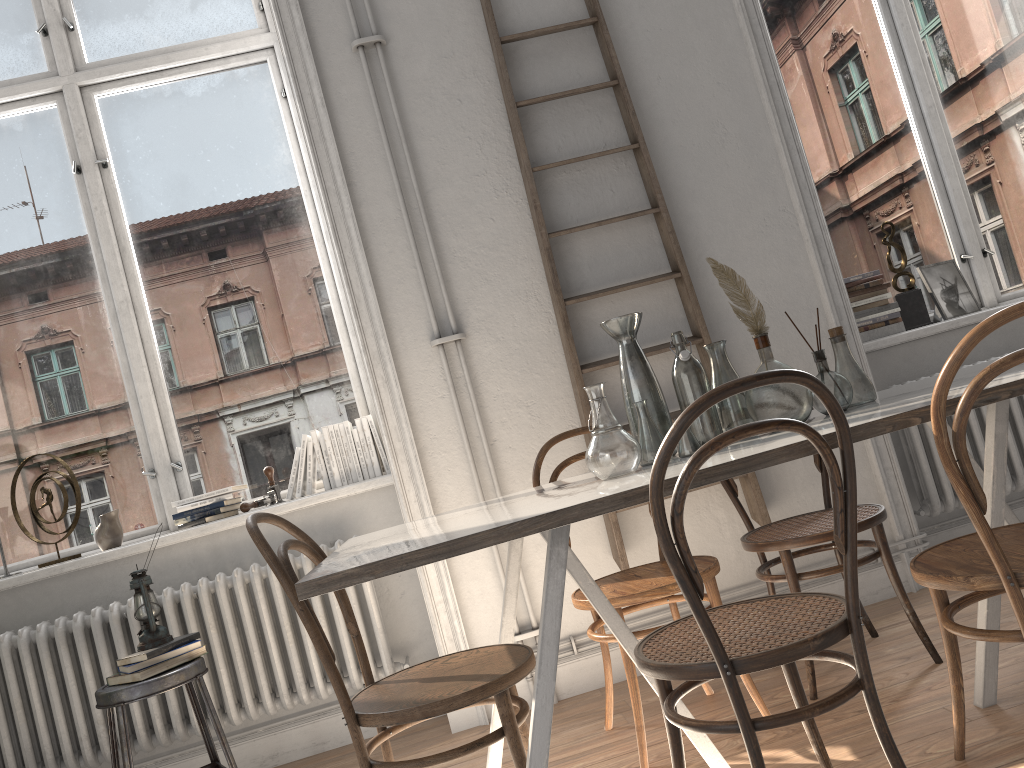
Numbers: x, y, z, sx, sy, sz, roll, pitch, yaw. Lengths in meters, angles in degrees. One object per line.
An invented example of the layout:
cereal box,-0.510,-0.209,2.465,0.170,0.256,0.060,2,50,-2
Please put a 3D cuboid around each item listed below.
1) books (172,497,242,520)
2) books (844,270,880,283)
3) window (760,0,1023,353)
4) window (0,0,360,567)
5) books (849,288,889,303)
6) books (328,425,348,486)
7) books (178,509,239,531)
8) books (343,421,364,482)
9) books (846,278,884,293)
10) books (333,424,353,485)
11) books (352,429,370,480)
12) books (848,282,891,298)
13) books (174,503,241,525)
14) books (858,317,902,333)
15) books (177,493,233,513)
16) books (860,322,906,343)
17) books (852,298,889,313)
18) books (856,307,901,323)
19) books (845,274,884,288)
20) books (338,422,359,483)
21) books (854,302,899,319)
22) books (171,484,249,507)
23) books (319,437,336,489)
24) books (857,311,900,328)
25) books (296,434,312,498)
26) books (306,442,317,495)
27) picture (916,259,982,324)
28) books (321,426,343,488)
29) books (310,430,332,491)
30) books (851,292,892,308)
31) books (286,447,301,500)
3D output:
books,-1.184,0.484,3.453,0.221,0.023,0.147,-16,-4,9
books,1.451,-0.441,3.817,0.200,0.024,0.159,-14,-4,-17
window,6.388,-7.202,8.149,14.381,15.926,26.420,-15,-4,-7
window,-1.728,-0.815,3.704,1.622,2.841,0.013,-15,-4,-7
books,1.479,-0.362,3.802,0.205,0.022,0.155,-14,-4,-12
books,-0.687,0.287,3.536,0.019,0.243,0.175,-15,-4,-7
books,-1.181,0.530,3.454,0.221,0.023,0.147,-19,-6,42
books,-0.627,0.271,3.544,0.019,0.243,0.175,-15,-4,-7
books,1.455,-0.399,3.804,0.231,0.023,0.162,-16,-4,9
books,-0.670,0.283,3.556,0.019,0.243,0.175,-15,-4,-7
books,-0.601,0.284,3.547,0.020,0.205,0.155,-15,-4,-7
books,1.469,-0.380,3.804,0.243,0.019,0.175,-15,-4,-7
books,-1.181,0.506,3.452,0.205,0.022,0.155,-16,-4,13
books,1.502,-0.231,3.780,0.249,0.023,0.175,-14,-4,-11
books,-1.187,0.463,3.443,0.205,0.020,0.155,-14,-4,-17
books,1.509,-0.199,3.779,0.248,0.043,0.193,-15,-4,-7
books,1.491,-0.318,3.799,0.205,0.022,0.155,-16,-4,7
books,1.499,-0.273,3.799,0.255,0.014,0.193,-15,-4,-4
books,1.463,-0.423,3.807,0.205,0.020,0.155,-15,-4,-7
books,-0.650,0.279,3.563,0.024,0.243,0.175,-15,-4,-7
books,1.493,-0.293,3.802,0.245,0.028,0.194,-14,-4,-12
books,-1.177,0.436,3.467,0.244,0.019,0.174,-15,-4,3
books,-0.725,0.316,3.531,0.020,0.205,0.155,-15,-4,-7
books,1.496,-0.254,3.782,0.249,0.023,0.175,-15,-4,-6
books,-0.824,0.326,3.519,0.100,0.235,0.175,-15,-4,-7
books,-0.795,0.335,3.522,0.072,0.203,0.155,-15,-4,-7
picture,1.891,-0.402,3.894,0.221,0.264,0.149,-14,-4,-23
books,-0.708,0.291,3.525,0.024,0.243,0.175,-15,-4,-7
books,-0.757,0.307,3.550,0.024,0.243,0.175,-15,-4,-7
books,1.488,-0.341,3.807,0.222,0.024,0.158,-15,-4,-7
books,-0.857,0.355,3.517,0.105,0.194,0.155,-15,-4,-8
